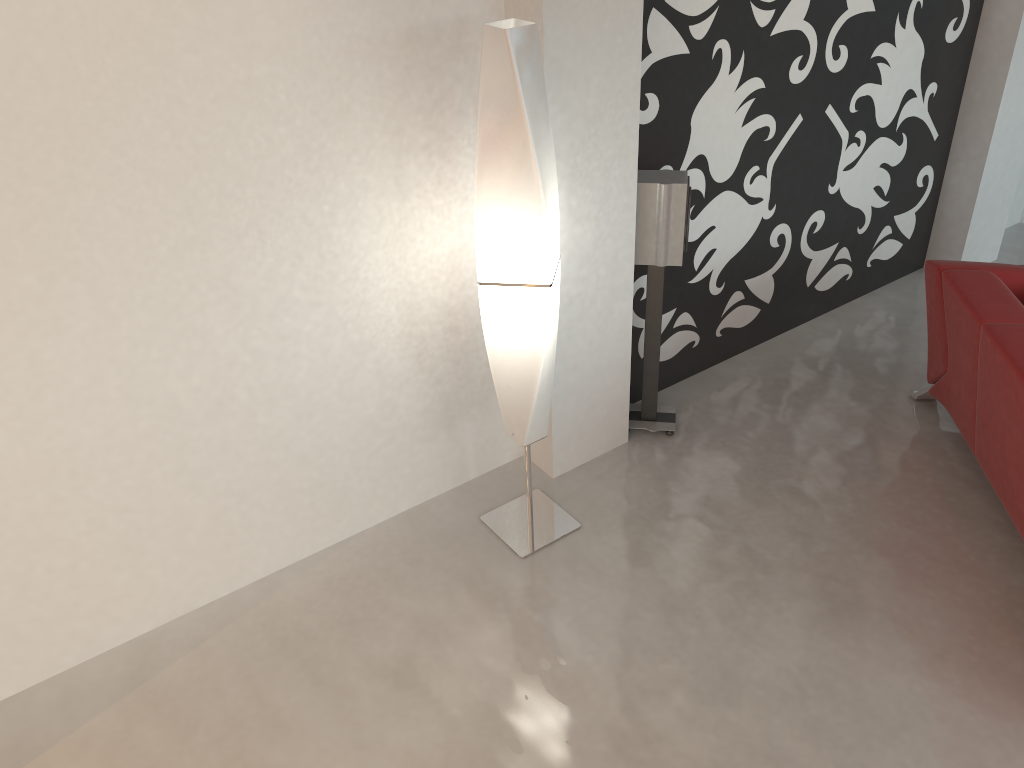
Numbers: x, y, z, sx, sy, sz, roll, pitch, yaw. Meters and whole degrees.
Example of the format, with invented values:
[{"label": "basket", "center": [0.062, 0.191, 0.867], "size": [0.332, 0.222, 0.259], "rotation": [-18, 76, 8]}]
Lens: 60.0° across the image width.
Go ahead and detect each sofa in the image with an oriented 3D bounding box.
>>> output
[{"label": "sofa", "center": [2.058, 0.261, 2.920], "size": [0.951, 0.738, 1.929], "rotation": [0, 33, 5]}]

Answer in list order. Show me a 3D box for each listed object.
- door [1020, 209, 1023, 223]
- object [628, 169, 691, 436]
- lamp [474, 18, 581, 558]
[{"label": "door", "center": [3.683, -2.390, 5.248], "size": [1.600, 2.550, 0.240], "rotation": [-23, 38, -28]}, {"label": "object", "center": [0.569, -0.294, 3.555], "size": [0.229, 1.112, 0.214], "rotation": [3, 33, 9]}, {"label": "lamp", "center": [0.031, -0.225, 2.871], "size": [0.313, 1.779, 0.313], "rotation": [-17, 35, -21]}]
